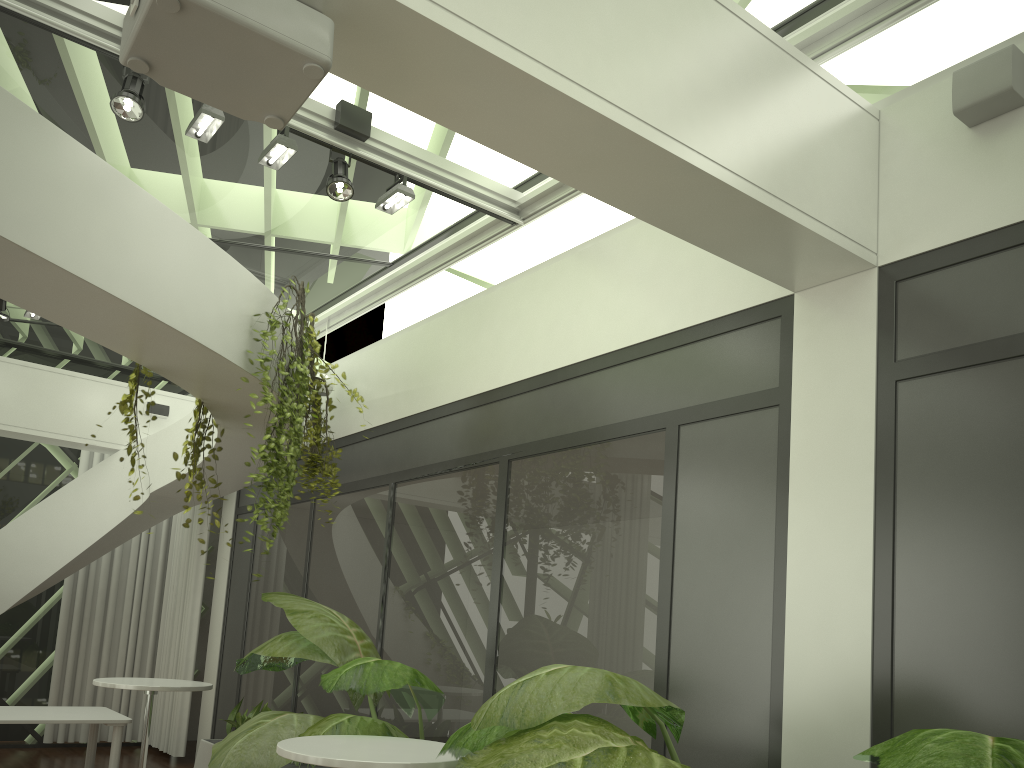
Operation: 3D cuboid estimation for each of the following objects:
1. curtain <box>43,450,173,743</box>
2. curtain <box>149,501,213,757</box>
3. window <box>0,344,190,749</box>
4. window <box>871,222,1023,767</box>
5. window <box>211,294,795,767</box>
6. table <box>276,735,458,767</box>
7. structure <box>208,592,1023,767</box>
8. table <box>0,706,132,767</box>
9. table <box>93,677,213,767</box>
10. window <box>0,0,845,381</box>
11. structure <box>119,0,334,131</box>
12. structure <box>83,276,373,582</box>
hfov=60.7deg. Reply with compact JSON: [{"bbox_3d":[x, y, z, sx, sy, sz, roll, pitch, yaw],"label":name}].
[{"bbox_3d":[-4.682,2.213,10.506,1.248,3.998,0.161,10,-10,-37],"label":"curtain"},{"bbox_3d":[-3.783,2.178,10.176,0.162,3.998,1.008,9,-9,-37],"label":"curtain"},{"bbox_3d":[-6.505,1.611,9.458,5.831,4.535,0.038,13,-11,-36],"label":"window"},{"bbox_3d":[3.566,0.421,0.642,0.051,3.166,7.193,9,-15,-35],"label":"window"},{"bbox_3d":[-0.955,1.854,6.639,0.051,3.166,7.283,9,-15,-35],"label":"window"},{"bbox_3d":[-0.637,2.143,3.814,0.856,1.071,0.880,4,-11,-1],"label":"table"},{"bbox_3d":[-0.042,1.708,3.567,1.810,1.675,9.025,12,-18,-35],"label":"structure"},{"bbox_3d":[-4.121,3.107,7.296,1.525,0.701,1.082,14,-17,-35],"label":"table"},{"bbox_3d":[-2.790,2.825,6.669,0.856,1.071,0.880,4,-11,-1],"label":"table"},{"bbox_3d":[-1.373,-2.205,3.096,5.781,0.054,16.956,15,-20,-34],"label":"window"},{"bbox_3d":[-0.728,-0.907,2.240,0.470,0.269,0.393,14,-17,-35],"label":"structure"},{"bbox_3d":[-1.856,0.282,5.841,1.435,2.025,1.682,1,-11,18],"label":"structure"}]
